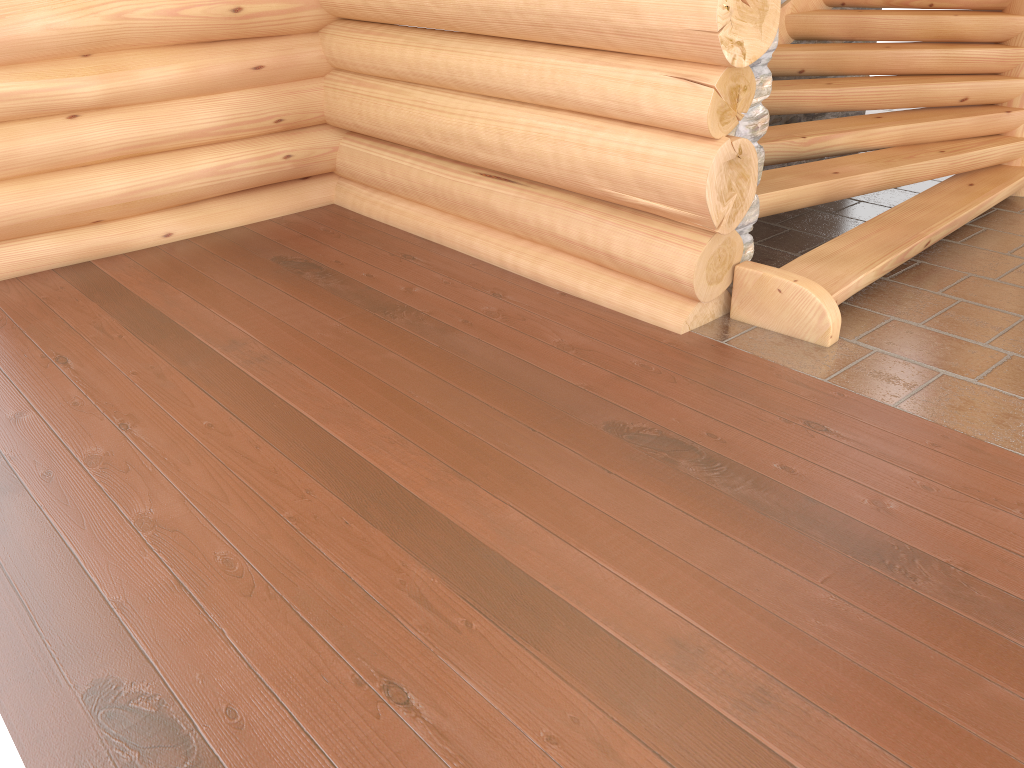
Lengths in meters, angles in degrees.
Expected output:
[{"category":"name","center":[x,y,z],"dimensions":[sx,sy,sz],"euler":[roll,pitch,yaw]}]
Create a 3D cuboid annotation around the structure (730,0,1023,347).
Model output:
[{"category":"structure","center":[1.900,-1.821,5.330],"dimensions":[1.951,1.643,3.604],"euler":[22,36,37]}]
